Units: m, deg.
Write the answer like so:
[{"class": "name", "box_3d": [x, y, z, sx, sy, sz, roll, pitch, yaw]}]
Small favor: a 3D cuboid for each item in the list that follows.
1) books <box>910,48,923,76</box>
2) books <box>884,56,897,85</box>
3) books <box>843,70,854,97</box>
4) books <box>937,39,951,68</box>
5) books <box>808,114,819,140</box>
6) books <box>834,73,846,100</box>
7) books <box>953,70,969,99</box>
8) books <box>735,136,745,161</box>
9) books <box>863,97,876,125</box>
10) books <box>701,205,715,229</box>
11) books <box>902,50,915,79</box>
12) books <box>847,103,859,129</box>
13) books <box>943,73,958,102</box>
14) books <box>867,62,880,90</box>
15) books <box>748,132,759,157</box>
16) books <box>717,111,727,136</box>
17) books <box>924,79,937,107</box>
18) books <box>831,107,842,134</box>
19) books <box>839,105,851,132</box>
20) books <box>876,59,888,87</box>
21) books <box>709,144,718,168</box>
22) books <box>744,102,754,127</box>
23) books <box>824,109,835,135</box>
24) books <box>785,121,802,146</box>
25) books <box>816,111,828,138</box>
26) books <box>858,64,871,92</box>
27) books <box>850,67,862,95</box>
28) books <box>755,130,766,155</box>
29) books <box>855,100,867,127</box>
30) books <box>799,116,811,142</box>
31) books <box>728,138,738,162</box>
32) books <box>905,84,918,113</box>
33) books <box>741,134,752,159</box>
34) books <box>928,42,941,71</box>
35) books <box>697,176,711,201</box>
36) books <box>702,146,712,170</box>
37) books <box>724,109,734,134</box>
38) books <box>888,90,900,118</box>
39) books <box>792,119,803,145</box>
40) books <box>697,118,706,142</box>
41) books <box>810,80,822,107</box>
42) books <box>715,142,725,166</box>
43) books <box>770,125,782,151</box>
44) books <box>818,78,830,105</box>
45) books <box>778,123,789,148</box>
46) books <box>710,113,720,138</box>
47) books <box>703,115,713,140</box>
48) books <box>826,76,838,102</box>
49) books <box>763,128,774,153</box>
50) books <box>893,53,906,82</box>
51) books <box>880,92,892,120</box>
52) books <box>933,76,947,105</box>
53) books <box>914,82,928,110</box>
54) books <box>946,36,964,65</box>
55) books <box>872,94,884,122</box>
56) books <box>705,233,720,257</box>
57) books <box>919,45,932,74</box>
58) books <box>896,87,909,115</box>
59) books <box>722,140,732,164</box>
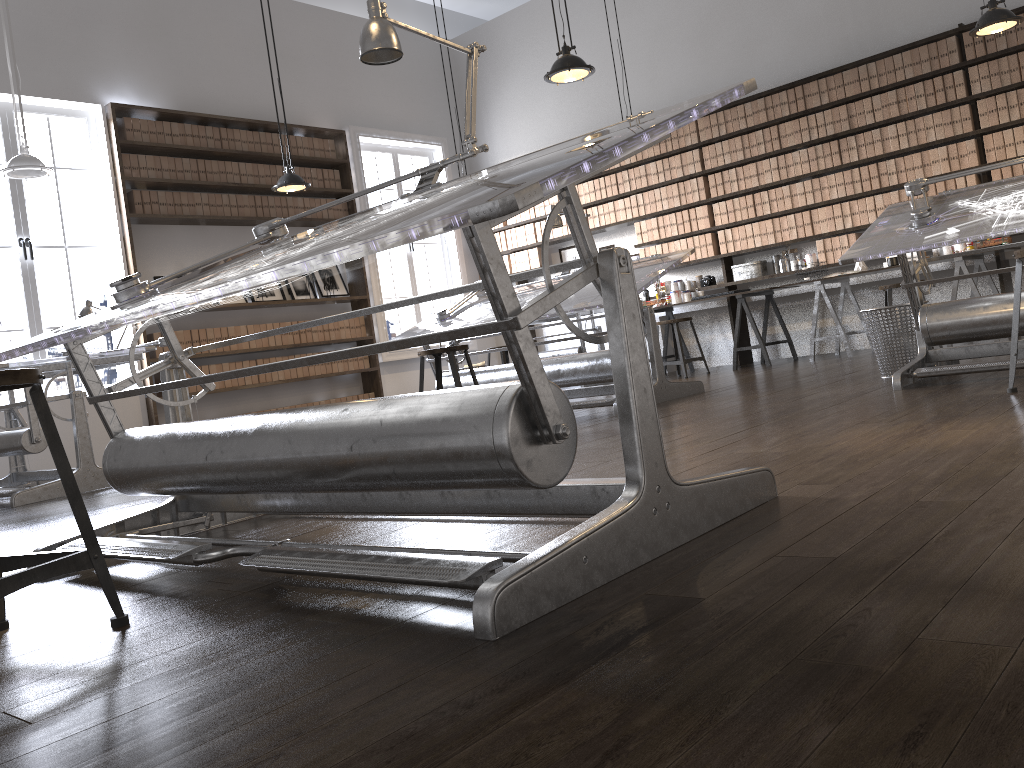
[{"class": "books", "box_3d": [3.324, -2.609, 7.221, 0.066, 0.226, 0.175, -9, -1, 41]}, {"class": "books", "box_3d": [3.171, -2.590, 7.356, 0.066, 0.226, 0.175, -9, -1, 41]}, {"class": "books", "box_3d": [2.911, -2.559, 7.583, 0.066, 0.226, 0.175, -9, -1, 41]}, {"class": "books", "box_3d": [3.477, -2.628, 7.087, 0.066, 0.226, 0.175, -9, -1, 41]}, {"class": "books", "box_3d": [2.688, -2.252, 7.808, 0.066, 0.226, 0.175, -9, -1, 41]}, {"class": "books", "box_3d": [2.856, -2.552, 7.632, 0.066, 0.226, 0.175, -9, -1, 41]}, {"class": "books", "box_3d": [3.578, -2.360, 7.026, 0.066, 0.226, 0.175, -9, -1, 41]}, {"class": "books", "box_3d": [2.162, -2.188, 8.266, 0.066, 0.226, 0.175, -9, -1, 41]}, {"class": "books", "box_3d": [3.049, -2.296, 7.488, 0.066, 0.226, 0.175, -9, -1, 41]}, {"class": "books", "box_3d": [1.913, -1.609, 8.544, 0.066, 0.226, 0.175, -9, -1, 41]}, {"class": "books", "box_3d": [3.276, -2.603, 7.261, 0.066, 0.226, 0.175, -9, -1, 41]}, {"class": "books", "box_3d": [2.948, -2.284, 7.584, 0.066, 0.226, 0.175, -9, -1, 41]}, {"class": "books", "box_3d": [3.523, -2.354, 7.078, 0.066, 0.226, 0.175, -9, -1, 41]}, {"class": "books", "box_3d": [3.066, -2.578, 7.446, 0.066, 0.226, 0.175, -9, -1, 41]}, {"class": "books", "box_3d": [2.269, -2.202, 8.180, 0.066, 0.226, 0.175, -9, -1, 41]}, {"class": "books", "box_3d": [2.021, -2.451, 8.364, 0.066, 0.226, 0.175, -9, -1, 41]}, {"class": "books", "box_3d": [3.412, -2.340, 7.176, 0.066, 0.226, 0.175, -9, -1, 41]}, {"class": "books", "box_3d": [2.845, -2.272, 7.672, 0.066, 0.226, 0.175, -9, -1, 41]}, {"class": "books", "box_3d": [2.892, -2.277, 7.625, 0.066, 0.226, 0.175, -9, -1, 41]}, {"class": "books", "box_3d": [3.120, -2.584, 7.403, 0.066, 0.226, 0.175, -9, -1, 41]}, {"class": "books", "box_3d": [1.963, -2.164, 8.449, 0.066, 0.226, 0.175, -9, -1, 41]}, {"class": "books", "box_3d": [2.232, -2.476, 8.179, 0.066, 0.226, 0.175, -9, -1, 41]}, {"class": "books", "box_3d": [2.797, -2.266, 7.712, 0.066, 0.226, 0.175, -9, -1, 41]}, {"class": "books", "box_3d": [2.534, -2.234, 7.945, 0.066, 0.226, 0.175, -9, -1, 41]}, {"class": "books", "box_3d": [2.742, -2.259, 7.758, 0.066, 0.226, 0.175, -9, -1, 41]}, {"class": "books", "box_3d": [3.009, -2.571, 7.491, 0.066, 0.226, 0.175, -9, -1, 41]}, {"class": "books", "box_3d": [2.956, -2.564, 7.538, 0.066, 0.226, 0.175, -9, -1, 41]}, {"class": "books", "box_3d": [2.319, -2.208, 8.131, 0.066, 0.226, 0.175, -9, -1, 41]}, {"class": "books", "box_3d": [2.999, -2.290, 7.537, 0.066, 0.226, 0.175, -9, -1, 41]}, {"class": "books", "box_3d": [2.632, -2.245, 7.853, 0.066, 0.226, 0.175, -9, -1, 41]}, {"class": "books", "box_3d": [2.115, -2.183, 8.314, 0.066, 0.226, 0.175, -9, -1, 41]}, {"class": "books", "box_3d": [3.306, -2.327, 7.268, 0.066, 0.226, 0.175, -9, -1, 41]}, {"class": "books", "box_3d": [2.216, -2.195, 8.227, 0.066, 0.226, 0.175, -9, -1, 41]}, {"class": "books", "box_3d": [3.425, -2.621, 7.134, 0.066, 0.226, 0.175, -9, -1, 41]}, {"class": "books", "box_3d": [1.875, -1.884, 8.557, 0.066, 0.226, 0.175, -9, -1, 41]}, {"class": "books", "box_3d": [1.912, -2.158, 8.496, 0.066, 0.226, 0.175, -9, -1, 41]}, {"class": "books", "box_3d": [2.076, -2.458, 8.321, 0.066, 0.226, 0.175, -9, -1, 41]}, {"class": "books", "box_3d": [3.199, -2.314, 7.354, 0.066, 0.226, 0.175, -9, -1, 41]}, {"class": "books", "box_3d": [2.578, -2.239, 7.900, 0.066, 0.226, 0.175, -9, -1, 41]}, {"class": "books", "box_3d": [1.867, -2.432, 8.501, 0.066, 0.226, 0.175, -9, -1, 41]}, {"class": "books", "box_3d": [2.695, -2.532, 7.767, 0.066, 0.226, 0.175, -9, -1, 41]}, {"class": "books", "box_3d": [2.012, -2.170, 8.400, 0.066, 0.226, 0.175, -9, -1, 41]}, {"class": "books", "box_3d": [2.428, -2.221, 8.034, 0.066, 0.226, 0.175, -9, -1, 41]}, {"class": "books", "box_3d": [2.751, -2.539, 7.722, 0.066, 0.226, 0.175, -9, -1, 41]}, {"class": "books", "box_3d": [2.486, -2.228, 7.990, 0.066, 0.226, 0.175, -9, -1, 41]}, {"class": "books", "box_3d": [1.965, -2.444, 8.409, 0.066, 0.226, 0.175, -9, -1, 41]}, {"class": "books", "box_3d": [1.911, -2.437, 8.457, 0.066, 0.226, 0.175, -9, -1, 41]}, {"class": "books", "box_3d": [2.806, -2.546, 7.680, 0.066, 0.226, 0.175, -9, -1, 41]}, {"class": "books", "box_3d": [2.375, -2.214, 8.088, 0.066, 0.226, 0.175, -9, -1, 41]}, {"class": "books", "box_3d": [3.221, -2.596, 7.307, 0.066, 0.226, 0.175, -9, -1, 41]}, {"class": "books", "box_3d": [3.152, -2.309, 7.402, 0.066, 0.226, 0.175, -9, -1, 41]}, {"class": "books", "box_3d": [3.464, -2.347, 7.122, 0.066, 0.226, 0.175, -9, -1, 41]}, {"class": "books", "box_3d": [3.356, -2.333, 7.219, 0.066, 0.226, 0.175, -9, -1, 41]}, {"class": "books", "box_3d": [3.527, -2.634, 7.038, 0.066, 0.226, 0.175, -9, -1, 41]}, {"class": "books", "box_3d": [3.104, -2.303, 7.442, 0.066, 0.226, 0.175, -9, -1, 41]}, {"class": "books", "box_3d": [1.951, -1.341, 8.542, 0.066, 0.226, 0.175, -9, -1, 41]}, {"class": "books", "box_3d": [3.370, -2.614, 7.173, 0.066, 0.226, 0.175, -9, -1, 41]}, {"class": "books", "box_3d": [3.253, -2.321, 7.315, 0.066, 0.226, 0.175, -9, -1, 41]}, {"class": "books", "box_3d": [2.068, -2.177, 8.354, 0.066, 0.226, 0.175, -9, -1, 41]}]
